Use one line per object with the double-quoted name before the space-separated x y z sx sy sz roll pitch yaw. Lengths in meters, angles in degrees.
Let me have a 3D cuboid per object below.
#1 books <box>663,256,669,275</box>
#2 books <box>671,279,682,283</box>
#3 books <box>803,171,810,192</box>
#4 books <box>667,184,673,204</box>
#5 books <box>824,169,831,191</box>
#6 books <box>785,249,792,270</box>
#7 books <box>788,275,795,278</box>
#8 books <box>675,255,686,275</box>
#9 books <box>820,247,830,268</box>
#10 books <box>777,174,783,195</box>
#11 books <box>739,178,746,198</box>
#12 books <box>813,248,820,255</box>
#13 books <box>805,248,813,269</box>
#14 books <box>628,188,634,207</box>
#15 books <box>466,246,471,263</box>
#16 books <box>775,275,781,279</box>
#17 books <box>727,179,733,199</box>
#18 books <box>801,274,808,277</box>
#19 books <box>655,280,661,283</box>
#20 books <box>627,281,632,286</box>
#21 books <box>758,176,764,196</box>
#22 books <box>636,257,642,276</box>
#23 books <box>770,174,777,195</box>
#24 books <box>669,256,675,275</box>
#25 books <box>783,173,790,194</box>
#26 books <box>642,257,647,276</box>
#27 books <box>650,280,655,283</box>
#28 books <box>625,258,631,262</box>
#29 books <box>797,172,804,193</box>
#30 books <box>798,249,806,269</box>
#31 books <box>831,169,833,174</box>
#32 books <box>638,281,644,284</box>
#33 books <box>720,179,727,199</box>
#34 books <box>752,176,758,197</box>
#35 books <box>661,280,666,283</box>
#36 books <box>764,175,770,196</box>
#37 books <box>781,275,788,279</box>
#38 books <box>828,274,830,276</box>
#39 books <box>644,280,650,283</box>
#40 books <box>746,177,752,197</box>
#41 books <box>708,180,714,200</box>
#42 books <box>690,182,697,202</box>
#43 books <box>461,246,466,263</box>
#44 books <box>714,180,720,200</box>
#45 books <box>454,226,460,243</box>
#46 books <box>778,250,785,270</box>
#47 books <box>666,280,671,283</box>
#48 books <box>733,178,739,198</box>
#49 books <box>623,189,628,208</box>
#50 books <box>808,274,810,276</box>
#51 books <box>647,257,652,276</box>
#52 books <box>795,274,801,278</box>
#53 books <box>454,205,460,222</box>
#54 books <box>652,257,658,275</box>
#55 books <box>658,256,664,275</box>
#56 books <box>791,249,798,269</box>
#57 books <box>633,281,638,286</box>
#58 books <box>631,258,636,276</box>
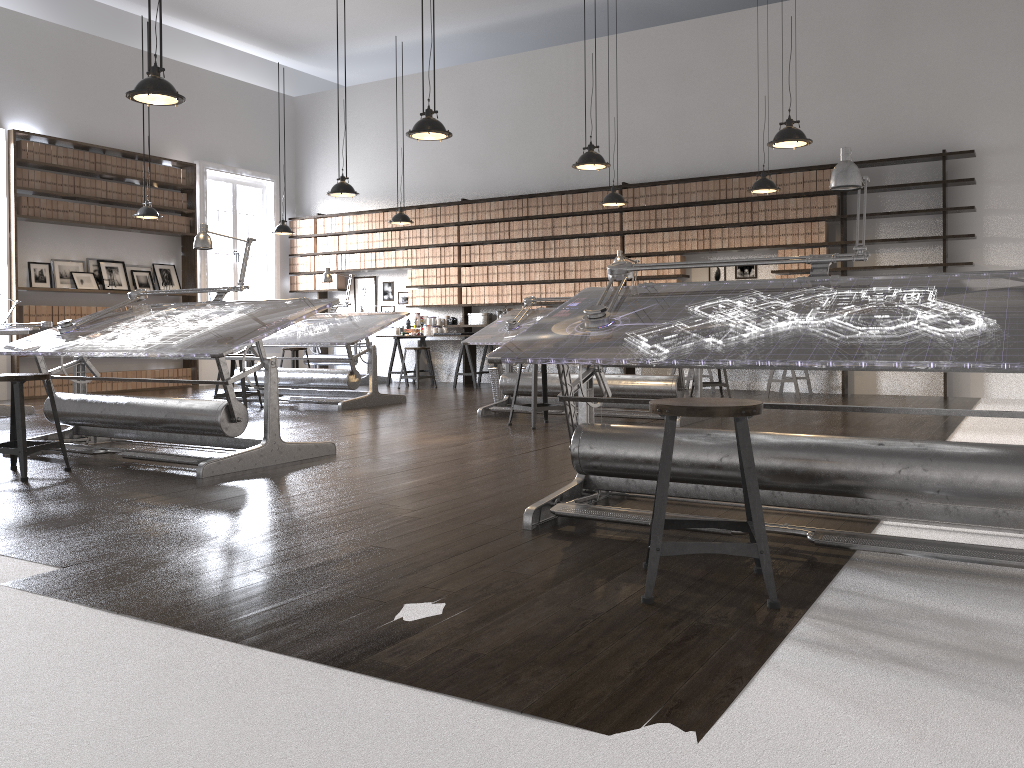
"books" 1.835 -1.380 10.366 0.067 0.225 0.174 0 2 31
"books" 1.918 -1.103 10.317 0.067 0.225 0.175 0 2 31
"books" 3.192 -2.165 9.536 0.067 0.225 0.175 0 2 31
"books" 1.870 -2.201 10.329 0.067 0.225 0.175 0 2 31
"books" 3.374 -2.161 9.436 0.067 0.225 0.174 0 2 31
"books" 3.029 -1.348 9.652 0.067 0.225 0.174 0 2 31
"books" 3.060 -1.072 9.640 0.067 0.225 0.174 0 2 31
"books" 1.957 -1.377 10.293 0.067 0.225 0.175 0 2 31
"books" 3.344 -1.339 9.463 0.067 0.225 0.175 0 2 31
"books" 2.951 -2.172 9.686 0.067 0.225 0.175 0 2 31
"books" 2.599 -2.182 9.898 0.067 0.225 0.174 0 2 31
"books" 3.280 -1.341 9.504 0.067 0.225 0.175 0 2 31
"books" 3.213 -1.342 9.537 0.067 0.225 0.175 0 2 31
"books" 1.453 -2.212 10.576 0.067 0.225 0.175 0 2 31
"books" -0.541 -1.714 11.774 0.067 0.225 0.175 0 2 31
"books" 2.936 -1.075 9.706 0.067 0.225 0.175 0 2 31
"books" 2.477 -2.185 9.971 0.067 0.225 0.175 0 2 31
"books" 3.178 -1.068 9.560 0.067 0.225 0.175 0 2 31
"books" 1.750 -1.107 10.420 0.067 0.225 0.175 0 2 31
"books" 1.440 -1.116 10.606 0.067 0.225 0.175 0 2 31
"books" 2.774 -2.177 9.791 0.067 0.225 0.175 0 2 31
"books" 1.540 -1.387 10.536 0.067 0.225 0.175 0 2 31
"books" 2.889 -2.174 9.719 0.067 0.225 0.175 0 2 31
"books" 1.893 -1.378 10.326 0.067 0.225 0.174 0 2 31
"books" 3.012 -2.171 9.652 0.067 0.225 0.174 0 2 31
"books" 1.603 -1.386 10.501 0.067 0.225 0.175 0 2 31
"books" 1.689 -1.109 10.457 0.067 0.225 0.174 0 2 31
"books" 1.423 -1.391 10.613 0.067 0.225 0.174 0 2 31
"books" 3.130 -2.167 9.573 0.067 0.225 0.175 0 2 31
"books" 3.152 -1.344 9.580 0.067 0.225 0.175 0 2 31
"books" 3.432 -2.159 9.397 0.067 0.225 0.174 0 2 31
"books" 1.568 -1.112 10.530 0.067 0.225 0.175 0 2 31
"books" 2.410 -2.187 10.005 0.067 0.225 0.175 0 2 31
"books" 2.714 -2.178 9.822 0.067 0.225 0.175 0 2 31
"books" 1.805 -1.105 10.380 0.067 0.225 0.175 0 2 31
"books" 2.827 -2.175 9.758 0.067 0.225 0.175 0 2 31
"books" 2.999 -1.074 9.674 0.067 0.225 0.175 0 2 31
"books" 3.352 -1.064 9.463 0.067 0.225 0.175 0 2 31
"books" 1.626 -1.110 10.489 0.067 0.225 0.174 0 2 31
"books" 2.659 -2.180 9.861 0.067 0.225 0.175 0 2 31
"books" 2.291 -2.190 10.079 0.067 0.225 0.175 0 2 31
"books" 2.112 -2.195 10.185 0.067 0.225 0.174 0 2 31
"books" -0.602 -1.716 11.817 0.067 0.225 0.175 0 2 31
"books" 2.349 -2.189 10.047 0.067 0.225 0.175 0 2 31
"books" -0.707 -1.994 11.870 0.067 0.225 0.175 0 2 31
"books" 2.969 -1.349 9.689 0.067 0.225 0.175 0 2 31
"books" 1.865 -1.104 10.350 0.067 0.225 0.175 0 2 31
"books" 2.536 -2.183 9.930 0.067 0.225 0.174 0 2 31
"books" 1.392 -2.214 10.619 0.067 0.225 0.175 0 2 31
"books" 3.235 -1.067 9.526 0.067 0.225 0.175 0 2 31
"books" 1.658 -1.385 10.470 0.067 0.225 0.175 0 2 31
"books" 3.118 -1.070 9.600 0.067 0.225 0.174 0 2 31
"books" -0.704 -2.270 11.862 0.067 0.225 0.175 0 2 31
"books" 1.713 -1.383 10.432 0.067 0.225 0.175 0 2 31
"books" 1.774 -1.381 10.402 0.067 0.225 0.175 0 2 31
"books" 3.088 -1.346 9.613 0.067 0.225 0.174 0 2 31
"books" 1.500 -1.114 10.563 0.067 0.225 0.175 0 2 31
"books" 1.482 -1.389 10.575 0.067 0.225 0.175 0 2 31
